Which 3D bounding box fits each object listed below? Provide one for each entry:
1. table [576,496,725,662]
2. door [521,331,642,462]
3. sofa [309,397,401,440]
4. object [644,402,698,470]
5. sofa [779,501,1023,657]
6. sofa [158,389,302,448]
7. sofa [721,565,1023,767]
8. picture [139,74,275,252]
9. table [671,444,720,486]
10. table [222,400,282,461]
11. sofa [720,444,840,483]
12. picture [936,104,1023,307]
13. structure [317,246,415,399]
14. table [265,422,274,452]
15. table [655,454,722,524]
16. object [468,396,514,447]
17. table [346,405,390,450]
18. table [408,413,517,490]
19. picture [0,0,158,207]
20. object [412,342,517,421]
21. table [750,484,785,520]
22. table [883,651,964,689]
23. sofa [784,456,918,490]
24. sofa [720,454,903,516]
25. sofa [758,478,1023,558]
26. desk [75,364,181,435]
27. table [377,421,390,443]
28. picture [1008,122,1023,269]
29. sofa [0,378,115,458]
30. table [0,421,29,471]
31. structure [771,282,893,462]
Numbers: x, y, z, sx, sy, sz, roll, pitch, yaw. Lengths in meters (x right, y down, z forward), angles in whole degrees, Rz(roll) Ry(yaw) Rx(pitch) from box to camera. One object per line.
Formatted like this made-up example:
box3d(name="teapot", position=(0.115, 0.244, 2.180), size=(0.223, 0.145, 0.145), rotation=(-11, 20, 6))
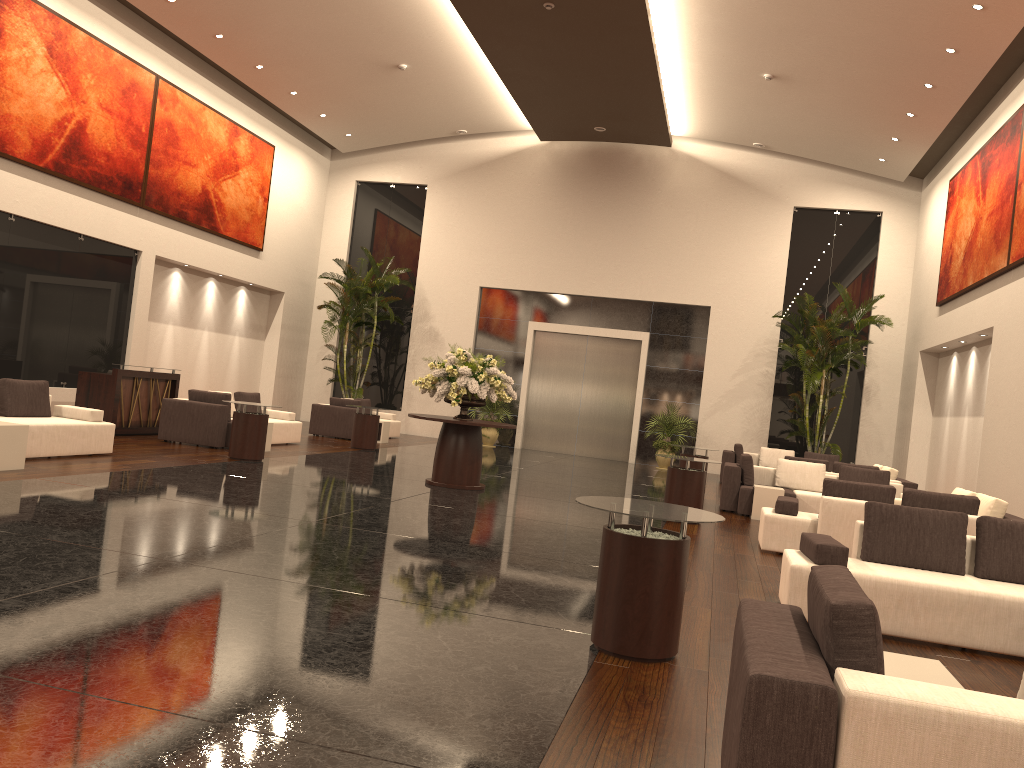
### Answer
box3d(name="table", position=(0.725, 1.091, 4.967), size=(0.844, 0.795, 0.833), rotation=(7, -1, -38))
box3d(name="door", position=(1.757, 0.290, 22.428), size=(2.767, 3.048, 0.040), rotation=(6, -1, 13))
box3d(name="sofa", position=(-3.339, 0.779, 20.041), size=(1.291, 0.862, 2.846), rotation=(6, -1, 13))
box3d(name="object", position=(3.688, 1.185, 21.045), size=(1.373, 1.682, 1.297), rotation=(7, -1, -39))
box3d(name="sofa", position=(3.006, 1.322, 5.128), size=(2.586, 0.862, 3.366), rotation=(6, -1, 13))
box3d(name="sofa", position=(-4.522, 0.581, 14.991), size=(1.291, 0.862, 2.846), rotation=(6, -1, 13))
box3d(name="sofa", position=(2.114, 1.189, 2.660), size=(2.846, 0.862, 1.291), rotation=(6, -1, 13))
box3d(name="picture", position=(-6.305, -4.478, 18.838), size=(0.070, 2.526, 4.515), rotation=(6, -1, 13))
box3d(name="table", position=(3.139, 1.496, 15.398), size=(0.833, 0.795, 0.844), rotation=(7, -1, -26))
box3d(name="table", position=(-3.733, 0.674, 12.598), size=(0.833, 0.795, 0.844), rotation=(7, -1, -26))
box3d(name="sofa", position=(5.818, 1.808, 18.471), size=(2.846, 0.862, 1.291), rotation=(6, -1, 13))
box3d(name="picture", position=(8.070, -2.874, 15.407), size=(0.070, 2.526, 4.515), rotation=(6, -1, 13))
box3d(name="structure", position=(-3.854, -1.134, 22.529), size=(2.436, 4.611, 2.531), rotation=(7, -1, -15))
box3d(name="table", position=(-4.088, 0.823, 14.074), size=(0.400, 0.460, 0.400), rotation=(6, -1, 13))
box3d(name="table", position=(2.181, 1.334, 11.187), size=(0.833, 0.795, 0.844), rotation=(7, -1, -26))
box3d(name="object", position=(-0.490, 0.719, 22.096), size=(1.373, 1.682, 1.297), rotation=(7, -1, -44))
box3d(name="table", position=(-2.775, 0.836, 16.810), size=(0.833, 0.795, 0.844), rotation=(7, -1, -26))
box3d(name="table", position=(-0.734, 0.951, 12.297), size=(1.498, 0.921, 1.498), rotation=(6, -1, 4))
box3d(name="picture", position=(-7.336, -4.650, 14.438), size=(0.070, 2.526, 4.515), rotation=(6, -1, 13))
box3d(name="object", position=(-0.595, -0.048, 12.301), size=(1.453, 1.097, 1.402), rotation=(7, -1, -31))
box3d(name="table", position=(3.594, 1.683, 12.490), size=(0.400, 0.460, 0.400), rotation=(6, -1, 13))
box3d(name="table", position=(1.482, 1.330, 3.478), size=(0.400, 0.460, 0.400), rotation=(6, -1, 13))
box3d(name="sofa", position=(5.501, 1.740, 15.857), size=(2.586, 0.862, 3.366), rotation=(6, -1, 13))
box3d(name="sofa", position=(4.525, 1.592, 12.952), size=(2.846, 0.862, 1.291), rotation=(6, -1, 13))
box3d(name="sofa", position=(4.208, 1.524, 10.337), size=(2.586, 0.862, 3.366), rotation=(6, -1, 13))
box3d(name="desk", position=(-6.278, 0.247, 14.598), size=(0.760, 1.114, 1.634), rotation=(6, -1, 13))
box3d(name="table", position=(-2.905, 1.021, 19.124), size=(0.400, 0.460, 0.400), rotation=(6, -1, 13))
box3d(name="picture", position=(7.039, -3.046, 11.008), size=(0.070, 2.526, 4.515), rotation=(6, -1, 13))
box3d(name="sofa", position=(-5.701, 0.384, 9.957), size=(1.291, 0.862, 2.846), rotation=(6, -1, 13))
box3d(name="table", position=(-5.267, 0.626, 9.040), size=(0.400, 0.460, 0.400), rotation=(6, -1, 13))
box3d(name="structure", position=(6.971, 0.072, 19.799), size=(2.436, 4.611, 2.531), rotation=(7, -1, -15))
